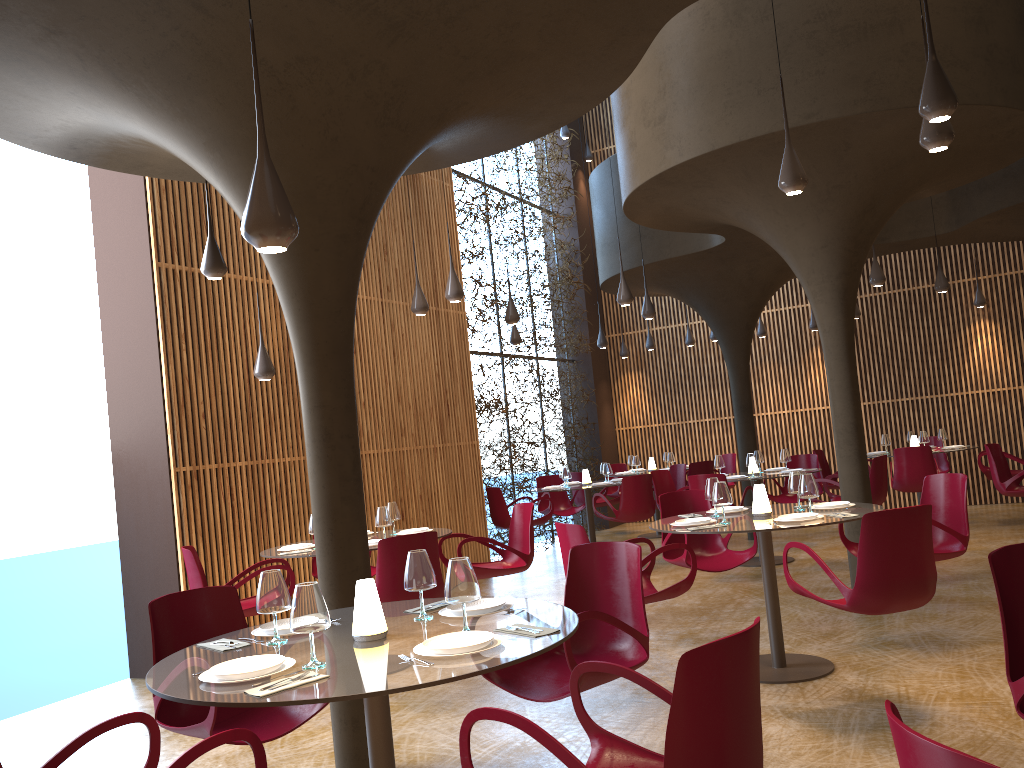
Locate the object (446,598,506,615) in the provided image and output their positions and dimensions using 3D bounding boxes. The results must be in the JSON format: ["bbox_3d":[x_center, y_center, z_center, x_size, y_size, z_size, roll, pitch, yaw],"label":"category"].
[{"bbox_3d":[-0.157,0.980,3.887,0.263,0.029,0.263,-8,-5,35],"label":"object"}]

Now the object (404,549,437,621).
[{"bbox_3d":[-0.400,0.875,3.866,0.142,0.295,0.142,-7,-3,18],"label":"object"}]

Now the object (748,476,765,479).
[{"bbox_3d":[2.993,1.146,10.853,0.127,0.017,0.262,-9,-5,43],"label":"object"}]

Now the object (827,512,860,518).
[{"bbox_3d":[2.260,0.897,6.058,0.126,0.017,0.262,-6,-4,-4],"label":"object"}]

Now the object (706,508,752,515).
[{"bbox_3d":[1.722,1.014,7.073,0.410,0.012,0.205,-5,-4,-12],"label":"object"}]

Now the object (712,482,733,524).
[{"bbox_3d":[1.499,0.847,6.322,0.142,0.295,0.142,-7,-3,23],"label":"object"}]

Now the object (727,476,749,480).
[{"bbox_3d":[2.785,1.174,11.072,0.332,0.014,0.332,-7,-4,20],"label":"object"}]

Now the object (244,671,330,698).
[{"bbox_3d":[-0.740,0.991,2.923,0.261,0.017,0.127,-2,-5,-45],"label":"object"}]

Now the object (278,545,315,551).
[{"bbox_3d":[-1.852,1.415,7.636,0.332,0.014,0.332,-7,-4,20],"label":"object"}]

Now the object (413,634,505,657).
[{"bbox_3d":[-0.191,0.947,3.204,0.332,0.014,0.332,-6,-4,-1],"label":"object"}]

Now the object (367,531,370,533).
[{"bbox_3d":[-1.469,1.415,8.361,0.263,0.029,0.263,-8,-4,30],"label":"object"}]

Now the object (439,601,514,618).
[{"bbox_3d":[-0.156,0.989,3.886,0.332,0.014,0.332,-7,-4,19],"label":"object"}]

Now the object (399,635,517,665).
[{"bbox_3d":[-0.194,0.948,3.201,0.410,0.012,0.205,-2,-5,-43],"label":"object"}]

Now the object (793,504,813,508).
[{"bbox_3d":[2.328,0.946,6.891,0.262,0.017,0.127,-5,-4,-14],"label":"object"}]

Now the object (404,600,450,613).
[{"bbox_3d":[-0.368,1.032,4.098,0.127,0.017,0.262,-9,-5,41],"label":"object"}]

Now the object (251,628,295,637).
[{"bbox_3d":[-0.972,1.073,3.893,0.331,0.014,0.332,-5,-4,-11],"label":"object"}]

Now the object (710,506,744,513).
[{"bbox_3d":[1.716,1.004,7.072,0.263,0.029,0.263,-6,-4,-1],"label":"object"}]

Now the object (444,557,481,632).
[{"bbox_3d":[-0.191,0.825,3.442,0.142,0.295,0.142,-8,-3,38],"label":"object"}]

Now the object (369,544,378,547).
[{"bbox_3d":[-1.179,1.326,7.328,0.332,0.014,0.332,-8,-4,25],"label":"object"}]

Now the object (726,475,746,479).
[{"bbox_3d":[2.784,1.165,11.072,0.263,0.029,0.263,-9,-5,36],"label":"object"}]

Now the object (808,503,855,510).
[{"bbox_3d":[2.379,0.913,6.594,0.331,0.014,0.332,-3,-5,-39],"label":"object"}]

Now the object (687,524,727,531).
[{"bbox_3d":[1.350,0.995,6.142,0.262,0.017,0.127,-5,-4,-9],"label":"object"}]

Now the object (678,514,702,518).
[{"bbox_3d":[1.418,1.049,7.048,0.126,0.017,0.262,-5,-4,-8],"label":"object"}]

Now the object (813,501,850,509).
[{"bbox_3d":[2.378,0.904,6.594,0.263,0.029,0.263,-5,-4,-17],"label":"object"}]

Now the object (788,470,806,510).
[{"bbox_3d":[2.162,0.806,6.712,0.142,0.295,0.142,-8,-3,41],"label":"object"}]

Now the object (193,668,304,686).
[{"bbox_3d":[-0.941,1.021,3.153,0.411,0.012,0.204,-9,-5,41],"label":"object"}]

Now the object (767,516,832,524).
[{"bbox_3d":[1.954,0.922,6.054,0.410,0.012,0.205,-5,-4,-8],"label":"object"}]

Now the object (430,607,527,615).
[{"bbox_3d":[-0.152,0.990,3.884,0.411,0.012,0.204,-9,-5,37],"label":"object"}]

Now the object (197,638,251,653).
[{"bbox_3d":[-1.204,1.091,3.700,0.126,0.017,0.262,-2,-5,-43],"label":"object"}]

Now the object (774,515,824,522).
[{"bbox_3d":[1.959,0.920,6.055,0.331,0.014,0.332,-2,-5,-42],"label":"object"}]

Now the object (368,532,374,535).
[{"bbox_3d":[-1.468,1.425,8.361,0.332,0.014,0.332,-6,-4,1],"label":"object"}]

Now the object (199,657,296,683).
[{"bbox_3d":[-0.938,1.019,3.150,0.332,0.014,0.332,-8,-5,33],"label":"object"}]

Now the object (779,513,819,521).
[{"bbox_3d":[1.958,0.910,6.056,0.263,0.029,0.263,-5,-4,-7],"label":"object"}]

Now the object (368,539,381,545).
[{"bbox_3d":[-1.180,1.316,7.329,0.263,0.029,0.263,-7,-4,21],"label":"object"}]

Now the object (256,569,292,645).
[{"bbox_3d":[-0.985,0.921,3.666,0.142,0.295,0.142,-6,-3,12],"label":"object"}]

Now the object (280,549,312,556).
[{"bbox_3d":[-1.789,1.396,7.340,0.262,0.017,0.127,-5,-4,-16],"label":"object"}]

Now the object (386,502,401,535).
[{"bbox_3d":[-1.094,1.234,8.143,0.142,0.295,0.142,-7,-3,32],"label":"object"}]

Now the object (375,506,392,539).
[{"bbox_3d":[-1.093,1.194,7.544,0.142,0.295,0.142,-4,-3,-41],"label":"object"}]

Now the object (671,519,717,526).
[{"bbox_3d":[1.319,1.011,6.443,0.331,0.014,0.332,-5,-4,-9],"label":"object"}]

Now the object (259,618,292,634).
[{"bbox_3d":[-0.973,1.063,3.893,0.263,0.029,0.263,-6,-4,5],"label":"object"}]

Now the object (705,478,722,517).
[{"bbox_3d":[1.571,0.878,6.886,0.142,0.295,0.142,-5,-3,-20],"label":"object"}]

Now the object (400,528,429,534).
[{"bbox_3d":[-0.882,1.332,8.019,0.263,0.029,0.263,-2,-5,-44],"label":"object"}]

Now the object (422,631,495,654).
[{"bbox_3d":[-0.192,0.937,3.205,0.263,0.029,0.263,-4,-4,-26],"label":"object"}]

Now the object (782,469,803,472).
[{"bbox_3d":[3.527,1.095,11.161,0.263,0.029,0.263,-3,-5,-38],"label":"object"}]

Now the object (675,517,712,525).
[{"bbox_3d":[1.318,1.002,6.443,0.263,0.029,0.263,-6,-4,0],"label":"object"}]

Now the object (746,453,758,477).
[{"bbox_3d":[3.002,1.016,11.097,0.142,0.295,0.142,-7,-3,19],"label":"object"}]

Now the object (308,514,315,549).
[{"bbox_3d":[-1.659,1.251,7.536,0.142,0.295,0.142,-7,-3,28],"label":"object"}]

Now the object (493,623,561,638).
[{"bbox_3d":[0.054,0.941,3.380,0.126,0.017,0.262,-3,-5,-39],"label":"object"}]

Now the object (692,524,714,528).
[{"bbox_3d":[1.318,1.013,6.447,0.204,0.012,0.411,-5,-4,-14],"label":"object"}]

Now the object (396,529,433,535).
[{"bbox_3d":[-0.881,1.342,8.019,0.331,0.014,0.332,-3,-5,-37],"label":"object"}]

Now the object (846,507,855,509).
[{"bbox_3d":[2.381,0.914,6.589,0.204,0.012,0.411,-5,-4,-18],"label":"object"}]

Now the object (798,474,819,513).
[{"bbox_3d":[2.090,0.782,6.243,0.142,0.295,0.142,-5,-3,-16],"label":"object"}]

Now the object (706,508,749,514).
[{"bbox_3d":[1.717,1.013,7.072,0.332,0.014,0.331,-9,-5,44],"label":"object"}]

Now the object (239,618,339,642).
[{"bbox_3d":[-0.969,1.074,3.897,0.205,0.012,0.410,-9,-5,43],"label":"object"}]

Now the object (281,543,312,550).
[{"bbox_3d":[-1.853,1.405,7.636,0.263,0.029,0.263,-4,-4,-25],"label":"object"}]

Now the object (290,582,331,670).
[{"bbox_3d":[-0.720,0.860,3.165,0.142,0.295,0.142,-8,-4,44],"label":"object"}]

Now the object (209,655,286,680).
[{"bbox_3d":[-0.939,1.010,3.151,0.263,0.029,0.263,-6,-4,-3],"label":"object"}]
